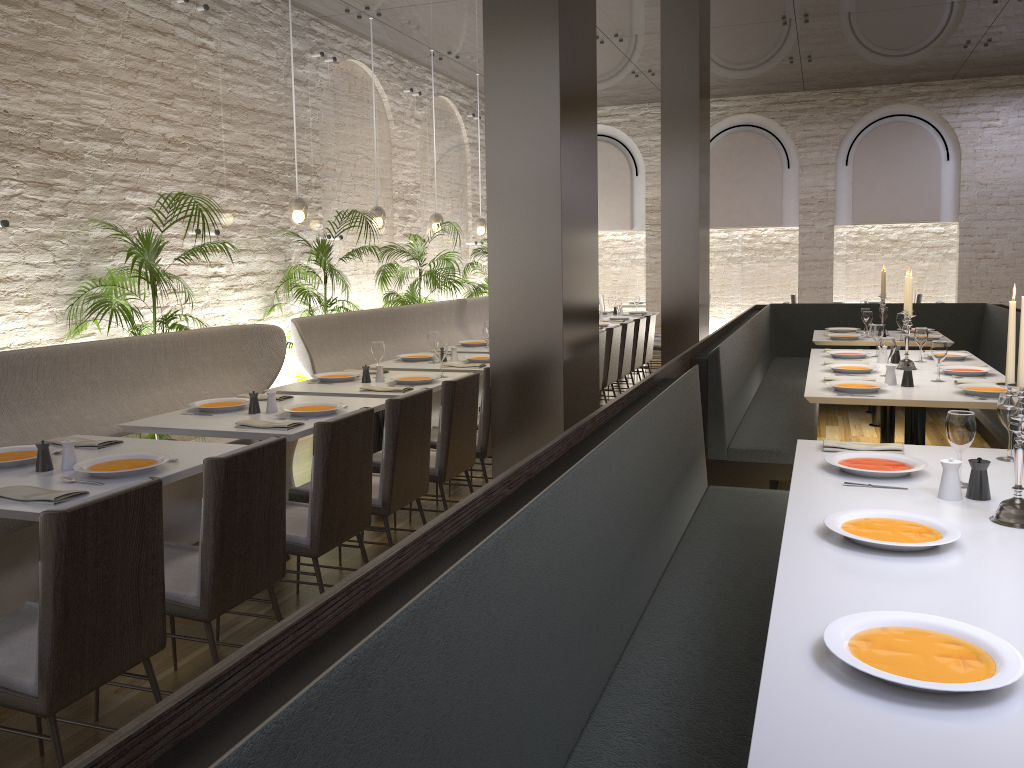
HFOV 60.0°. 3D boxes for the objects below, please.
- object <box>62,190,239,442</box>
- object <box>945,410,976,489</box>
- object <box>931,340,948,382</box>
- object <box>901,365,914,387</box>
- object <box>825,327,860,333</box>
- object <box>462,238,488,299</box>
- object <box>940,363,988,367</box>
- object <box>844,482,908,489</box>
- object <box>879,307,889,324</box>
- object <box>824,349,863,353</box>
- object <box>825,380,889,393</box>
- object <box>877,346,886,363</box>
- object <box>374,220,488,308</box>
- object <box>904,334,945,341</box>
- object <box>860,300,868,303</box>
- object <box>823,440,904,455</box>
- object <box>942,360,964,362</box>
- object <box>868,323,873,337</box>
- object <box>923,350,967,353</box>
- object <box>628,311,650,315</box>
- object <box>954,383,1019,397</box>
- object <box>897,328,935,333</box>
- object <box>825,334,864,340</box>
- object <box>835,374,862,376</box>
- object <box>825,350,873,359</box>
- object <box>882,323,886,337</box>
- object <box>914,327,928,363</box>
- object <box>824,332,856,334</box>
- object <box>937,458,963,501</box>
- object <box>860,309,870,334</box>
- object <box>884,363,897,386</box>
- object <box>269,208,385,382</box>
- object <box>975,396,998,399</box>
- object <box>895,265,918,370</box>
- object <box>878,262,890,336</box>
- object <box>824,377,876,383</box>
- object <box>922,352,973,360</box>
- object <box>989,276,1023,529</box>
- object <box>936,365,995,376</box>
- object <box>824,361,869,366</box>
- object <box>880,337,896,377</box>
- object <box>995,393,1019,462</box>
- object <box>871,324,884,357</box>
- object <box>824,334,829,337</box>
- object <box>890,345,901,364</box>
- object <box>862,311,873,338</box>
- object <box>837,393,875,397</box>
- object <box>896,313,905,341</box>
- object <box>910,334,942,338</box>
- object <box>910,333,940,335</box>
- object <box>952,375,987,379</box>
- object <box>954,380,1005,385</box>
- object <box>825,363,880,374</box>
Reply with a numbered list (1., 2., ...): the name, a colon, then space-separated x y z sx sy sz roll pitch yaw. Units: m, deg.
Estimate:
1. object: -2.342 -0.250 5.793 1.190 1.967 1.147 -6 8 -40
2. object: 1.389 0.201 2.747 0.086 0.230 0.087 2 7 31
3. object: 2.419 -0.129 5.021 0.086 0.230 0.087 -4 7 -28
4. object: 2.167 -0.044 4.854 0.069 0.126 0.069 -6 8 -39
5. object: 3.146 -0.508 8.428 0.322 0.036 0.323 1 8 15
6. object: -0.143 -1.135 11.969 1.145 1.967 1.193 -1 6 0
7. object: 2.858 -0.113 5.631 0.273 0.033 0.143 2 8 19
8. object: 1.129 0.315 2.750 0.185 0.010 0.017 2 8 19
9. object: 3.506 -0.606 8.364 0.086 0.230 0.086 -2 6 -10
10. object: 2.494 -0.248 6.666 0.273 0.033 0.143 2 8 19
11. object: 1.847 0.018 4.754 0.321 0.036 0.323 1 8 17
12. object: 2.484 -0.199 5.942 0.069 0.126 0.069 0 6 13
13. object: -0.975 -0.804 9.662 1.146 1.967 1.191 -4 7 -30
14. object: 3.496 -0.390 7.515 0.321 0.036 0.323 -2 8 -5
15. object: 3.913 -0.815 9.842 0.086 0.230 0.087 -6 8 -40
16. object: 1.298 0.230 3.282 0.273 0.033 0.143 2 8 19
17. object: 2.936 -0.157 5.942 0.181 0.015 0.038 2 8 21
18. object: 3.214 -0.480 7.901 0.069 0.126 0.069 -4 7 -28
19. object: 3.143 -0.229 6.438 0.273 0.033 0.143 2 8 19
20. object: 1.682 -0.947 11.830 0.322 0.036 0.322 -6 9 -33
21. object: 2.444 0.036 4.541 0.321 0.036 0.323 -2 8 -5
22. object: 3.744 -0.490 8.215 0.322 0.036 0.323 -4 8 -22
23. object: 2.898 -0.408 7.727 0.321 0.036 0.323 -2 8 -5
24. object: 2.040 -0.054 5.327 0.185 0.010 0.017 2 8 19
25. object: 2.404 -0.208 6.329 0.322 0.036 0.323 1 8 15
26. object: 3.282 -0.474 7.852 0.069 0.126 0.069 -4 7 -28
27. object: 2.750 -0.263 5.957 0.086 0.230 0.087 2 7 31
28. object: 3.018 -0.460 8.146 0.273 0.033 0.143 2 8 19
29. object: 1.290 0.279 2.607 0.069 0.126 0.069 0 6 13
30. object: 3.286 -0.585 8.243 0.086 0.230 0.086 -5 7 -34
31. object: 2.107 -0.053 4.927 0.069 0.126 0.069 4 8 42
32. object: -1.641 -0.534 7.775 1.190 1.967 1.147 -6 8 -40
33. object: 2.377 0.069 4.363 0.181 0.015 0.038 2 8 21
34. object: 2.486 -0.420 5.569 0.131 0.654 0.391 2 7 30
35. object: 3.328 -0.760 7.948 0.131 0.654 0.391 2 7 30
36. object: 1.936 -0.022 5.087 0.273 0.033 0.143 2 8 19
37. object: 3.001 -0.189 6.116 0.322 0.036 0.323 1 8 15
38. object: 1.343 0.043 2.336 0.131 0.654 0.391 2 7 30
39. object: 2.719 -0.075 5.318 0.322 0.036 0.323 5 10 39
40. object: 2.209 -0.133 5.860 0.273 0.033 0.143 2 8 19
41. object: 2.238 -0.161 5.280 0.086 0.230 0.087 1 6 19
42. object: 1.731 0.150 3.076 0.086 0.230 0.087 2 7 31
43. object: 2.603 -0.309 6.312 0.086 0.230 0.087 2 7 31
44. object: 2.966 -0.440 8.001 0.273 0.033 0.143 2 8 19
45. object: 2.561 -0.196 5.911 0.069 0.126 0.069 0 6 13
46. object: 3.136 -0.524 7.817 0.086 0.230 0.086 -5 7 -34
47. object: 1.767 0.057 4.554 0.185 0.010 0.017 2 8 19
48. object: 3.282 -0.478 7.462 0.086 0.230 0.086 -5 7 -34
49. object: 3.613 -0.419 7.767 0.273 0.033 0.143 2 8 19
50. object: 3.665 -0.440 7.912 0.273 0.033 0.143 2 8 19
51. object: 2.651 -0.041 5.136 0.181 0.015 0.038 2 8 21
52. object: 2.585 -0.003 4.858 0.273 0.033 0.143 2 8 19
53. object: 2.121 -0.093 5.530 0.322 0.036 0.323 5 10 39
